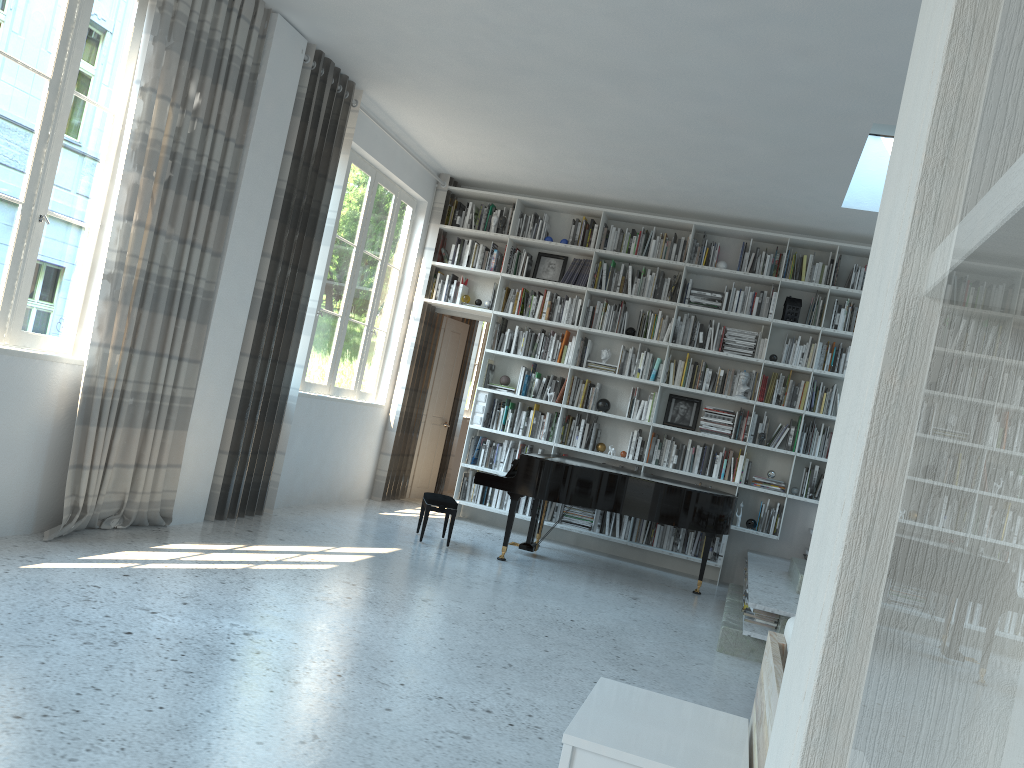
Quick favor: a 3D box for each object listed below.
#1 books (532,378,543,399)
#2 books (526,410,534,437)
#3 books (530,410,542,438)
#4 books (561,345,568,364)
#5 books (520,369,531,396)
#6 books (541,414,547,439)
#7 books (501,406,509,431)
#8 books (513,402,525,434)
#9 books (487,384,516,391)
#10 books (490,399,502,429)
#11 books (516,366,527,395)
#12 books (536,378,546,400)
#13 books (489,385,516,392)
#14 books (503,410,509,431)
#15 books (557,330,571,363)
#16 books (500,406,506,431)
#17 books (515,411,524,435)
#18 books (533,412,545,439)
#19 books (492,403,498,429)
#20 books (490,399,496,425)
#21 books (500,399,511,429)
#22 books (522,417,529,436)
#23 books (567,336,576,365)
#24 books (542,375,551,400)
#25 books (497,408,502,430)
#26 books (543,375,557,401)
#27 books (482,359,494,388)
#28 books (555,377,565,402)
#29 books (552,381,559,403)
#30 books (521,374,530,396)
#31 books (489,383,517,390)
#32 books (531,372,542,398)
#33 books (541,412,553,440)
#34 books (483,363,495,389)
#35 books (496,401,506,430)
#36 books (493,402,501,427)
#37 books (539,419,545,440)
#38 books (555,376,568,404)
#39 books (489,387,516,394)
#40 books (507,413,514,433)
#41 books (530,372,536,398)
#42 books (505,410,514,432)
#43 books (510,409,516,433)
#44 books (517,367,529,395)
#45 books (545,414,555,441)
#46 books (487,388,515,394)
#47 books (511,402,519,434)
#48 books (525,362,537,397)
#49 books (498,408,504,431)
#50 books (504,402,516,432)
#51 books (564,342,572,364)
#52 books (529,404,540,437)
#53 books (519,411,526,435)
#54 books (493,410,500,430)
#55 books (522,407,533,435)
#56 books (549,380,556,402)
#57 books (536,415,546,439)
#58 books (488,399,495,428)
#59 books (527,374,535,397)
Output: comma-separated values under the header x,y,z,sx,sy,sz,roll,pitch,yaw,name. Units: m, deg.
x,y,z,sx,sy,sz,roll,pitch,yaw,name
0.242,0.049,8.435,0.029,0.190,0.189,12,-1,15,books
0.188,0.380,8.445,0.026,0.254,0.176,12,-1,15,books
0.230,0.385,8.422,0.028,0.260,0.181,12,-1,15,books
0.509,-0.267,8.415,0.030,0.183,0.152,12,-1,15,books
0.129,-0.006,8.497,0.031,0.255,0.143,12,-1,15,books
0.323,0.412,8.414,0.010,0.246,0.160,12,-1,15,books
-0.054,0.335,8.496,0.009,0.244,0.184,12,-1,15,books
0.067,0.329,8.479,0.012,0.306,0.189,12,-1,15,books
-0.080,0.038,8.544,0.285,0.012,0.159,11,-2,19,books
-0.155,0.290,8.546,0.014,0.294,0.171,12,-1,15,books
0.088,-0.030,8.503,0.012,0.285,0.159,12,-1,15,books
0.293,0.049,8.456,0.056,0.214,0.143,12,-1,15,books
-0.082,0.050,8.546,0.254,0.012,0.161,12,-2,12,books
-0.038,0.356,8.523,0.016,0.211,0.146,12,-1,15,books
0.492,-0.343,8.422,0.035,0.325,0.170,12,-1,15,books
-0.061,0.335,8.512,0.014,0.243,0.171,12,-1,15,books
0.091,0.373,8.488,0.045,0.230,0.138,12,-1,15,books
0.256,0.396,8.419,0.028,0.249,0.159,12,-1,15,books
-0.139,0.312,8.549,0.022,0.257,0.141,12,-1,15,books
-0.168,0.290,8.557,0.016,0.289,0.152,12,-1,15,books
-0.063,0.298,8.518,0.006,0.315,0.145,12,-1,15,books
0.152,0.409,8.441,0.029,0.181,0.190,12,-1,15,books
0.577,-0.305,8.405,0.027,0.286,0.148,12,-1,15,books
0.329,0.042,8.447,0.013,0.242,0.141,12,-1,15,books
-0.096,0.340,8.527,0.015,0.218,0.176,12,-1,15,books
0.361,0.041,8.424,0.060,0.255,0.158,12,-1,15,books
-0.231,-0.094,8.603,0.012,0.285,0.159,12,-1,15,books
0.455,0.062,8.403,0.021,0.251,0.154,12,-1,15,books
0.427,0.078,8.406,0.027,0.209,0.144,12,-1,15,books
0.145,0.021,8.460,0.029,0.208,0.189,12,-1,15,books
-0.076,0.027,8.551,0.254,0.012,0.161,11,-2,16,books
0.232,0.017,8.453,0.011,0.250,0.172,12,-1,15,books
0.335,0.404,8.394,0.021,0.265,0.185,12,-1,15,books
-0.219,-0.071,8.588,0.028,0.243,0.156,12,-1,15,books
-0.102,0.308,8.524,0.008,0.279,0.164,12,-1,15,books
-0.129,0.310,8.527,0.007,0.264,0.177,12,-1,15,books
0.303,0.434,8.423,0.023,0.194,0.140,12,-1,15,books
0.496,0.057,8.352,0.082,0.276,0.228,12,-1,15,books
-0.083,0.062,8.550,0.254,0.012,0.161,11,-2,16,books
-0.003,0.374,8.481,0.016,0.189,0.183,12,-1,15,books
0.221,0.016,8.475,0.022,0.249,0.129,12,-1,15,books
-0.014,0.356,8.490,0.015,0.219,0.190,12,-1,15,books
0.025,0.359,8.511,0.016,0.230,0.136,12,-1,15,books
0.103,-0.020,8.497,0.024,0.273,0.150,12,-1,15,books
0.356,0.411,8.407,0.013,0.260,0.142,12,-1,15,books
-0.087,0.074,8.546,0.285,0.012,0.159,11,-2,18,books
0.049,0.328,8.471,0.019,0.300,0.180,12,-1,15,books
0.186,-0.035,8.489,0.011,0.336,0.153,12,-1,15,books
-0.085,0.343,8.511,0.015,0.217,0.180,12,-1,15,books
-0.019,0.321,8.487,0.007,0.286,0.182,12,-1,15,books
0.542,-0.281,8.408,0.031,0.223,0.145,12,-1,15,books
0.215,0.350,8.437,0.021,0.323,0.172,12,-1,15,books
0.120,0.378,8.462,0.027,0.230,0.159,12,-1,15,books
-0.129,0.348,8.507,0.019,0.189,0.193,12,-1,15,books
0.145,0.357,8.456,0.014,0.282,0.150,12,-1,15,books
0.397,0.073,8.404,0.030,0.207,0.172,12,-1,15,books
0.283,0.412,8.427,0.025,0.229,0.153,12,-1,15,books
-0.179,0.290,8.562,0.008,0.285,0.159,12,-1,15,books
0.196,0.020,8.488,0.030,0.231,0.148,12,-1,15,books
